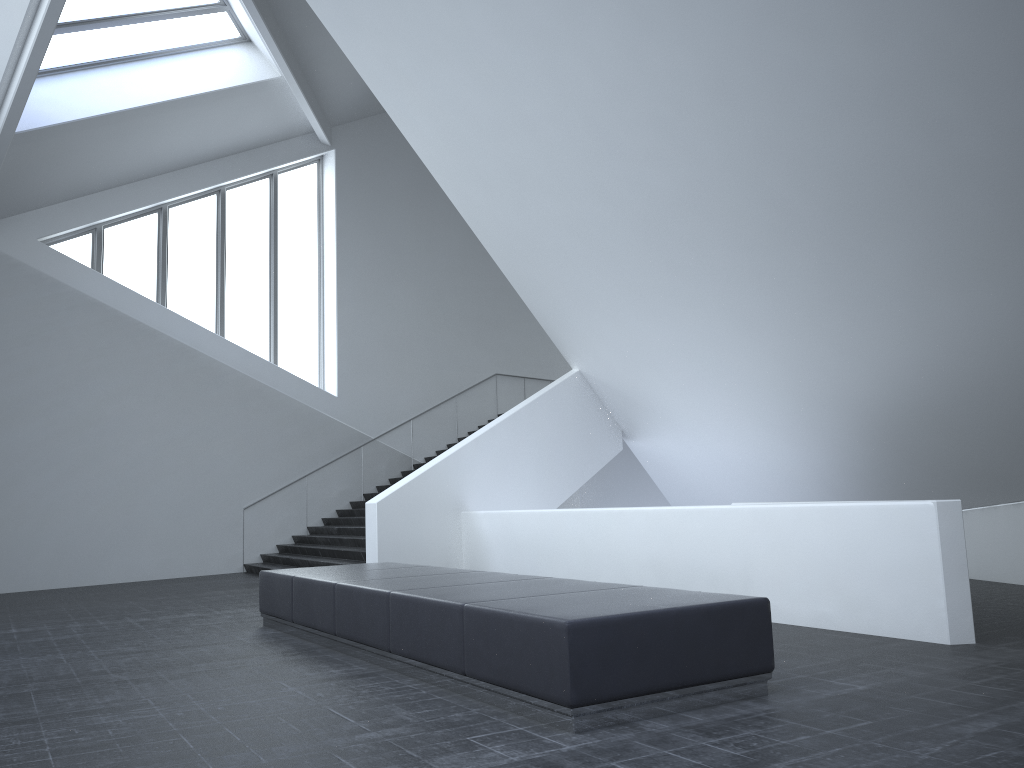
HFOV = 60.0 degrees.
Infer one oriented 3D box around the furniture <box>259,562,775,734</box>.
[{"bbox_3d":[-0.556,1.917,7.339,1.488,0.580,5.742,3,-9,-31],"label":"furniture"}]
